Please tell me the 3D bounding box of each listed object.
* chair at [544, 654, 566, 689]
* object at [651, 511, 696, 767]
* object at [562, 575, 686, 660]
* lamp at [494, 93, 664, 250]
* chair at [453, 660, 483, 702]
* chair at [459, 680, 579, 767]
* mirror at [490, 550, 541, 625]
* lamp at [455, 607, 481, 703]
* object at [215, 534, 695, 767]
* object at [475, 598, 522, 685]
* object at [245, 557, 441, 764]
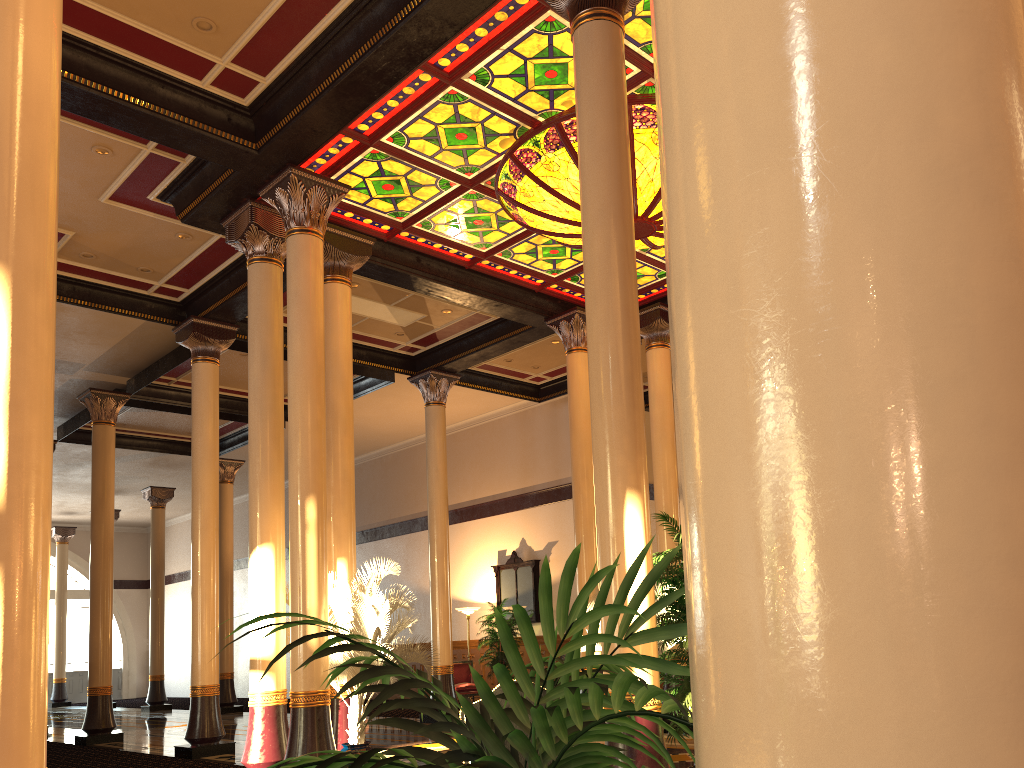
[{"bbox_3d":[0.732,5.558,16.519,0.762,1.076,0.739,0,-10,-20],"label":"chair"},{"bbox_3d":[1.317,1.874,5.948,1.073,2.108,1.065,-4,-9,4],"label":"object"},{"bbox_3d":[1.967,3.516,11.858,2.164,2.227,1.790,7,-14,-41],"label":"object"},{"bbox_3d":[1.318,-1.940,9.380,2.937,0.589,3.148,-18,-21,41],"label":"lamp"},{"bbox_3d":[-0.975,6.006,17.385,0.704,0.901,0.641,2,-11,-24],"label":"chair"},{"bbox_3d":[0.142,1.795,3.625,0.765,1.076,0.736,2,-11,-29],"label":"chair"},{"bbox_3d":[0.086,4.279,18.312,0.209,1.521,1.358,3,-12,-44],"label":"mirror"},{"bbox_3d":[-0.896,5.709,18.257,0.577,1.972,0.596,-4,-7,6],"label":"lamp"},{"bbox_3d":[0.028,0.940,1.278,1.009,1.406,1.141,0,-11,-15],"label":"object"},{"bbox_3d":[-0.208,5.388,17.547,1.073,2.108,1.065,-4,-9,4],"label":"object"},{"bbox_3d":[-1.405,2.907,9.070,2.005,2.211,1.903,-10,-13,33],"label":"object"}]
